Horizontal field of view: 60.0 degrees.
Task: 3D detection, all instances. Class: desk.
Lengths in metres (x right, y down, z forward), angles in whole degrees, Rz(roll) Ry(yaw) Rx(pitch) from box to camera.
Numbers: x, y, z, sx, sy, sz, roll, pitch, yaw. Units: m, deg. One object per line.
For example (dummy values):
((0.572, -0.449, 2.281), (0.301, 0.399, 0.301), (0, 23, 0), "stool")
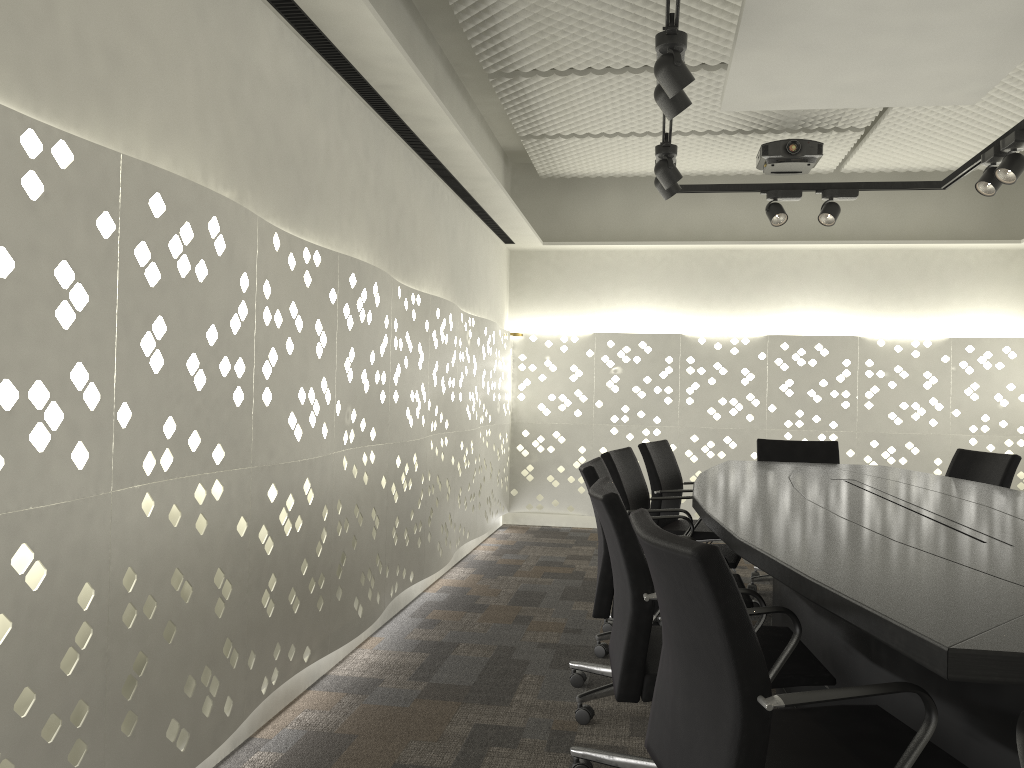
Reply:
((1.168, 0.693, 2.713), (1.223, 0.658, 3.364), (1, -1, 9), "desk")

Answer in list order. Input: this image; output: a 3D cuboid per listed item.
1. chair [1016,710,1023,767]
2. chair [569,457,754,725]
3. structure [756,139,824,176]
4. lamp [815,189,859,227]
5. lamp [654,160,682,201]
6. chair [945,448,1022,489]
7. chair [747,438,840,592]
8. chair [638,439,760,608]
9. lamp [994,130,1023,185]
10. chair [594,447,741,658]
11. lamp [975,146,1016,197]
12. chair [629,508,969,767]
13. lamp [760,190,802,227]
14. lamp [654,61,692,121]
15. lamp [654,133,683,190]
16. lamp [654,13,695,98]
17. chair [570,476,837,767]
((0.882, 0.618, 1.048), (0.559, 0.757, 0.579), (1, -1, 14), "chair")
((0.456, 0.627, 2.792), (0.579, 0.757, 0.559), (1, -1, 14), "chair")
((1.553, -1.272, 4.981), (0.327, 0.144, 0.371), (1, -1, 9), "structure")
((1.698, -0.934, 4.633), (0.214, 0.224, 0.118), (1, -1, -2), "lamp")
((0.728, -0.962, 4.133), (0.126, 0.224, 0.213), (1, -1, 12), "lamp")
((1.910, 0.673, 3.919), (0.579, 0.757, 0.559), (1, -1, -1), "chair")
((1.478, 0.669, 4.469), (0.559, 0.757, 0.579), (1, -1, 14), "chair")
((0.854, 0.650, 4.107), (0.579, 0.757, 0.559), (1, -1, 29), "chair")
((2.057, -0.937, 3.643), (0.126, 0.224, 0.213), (1, -1, 12), "lamp")
((0.603, 0.637, 3.413), (0.579, 0.757, 0.559), (1, -1, 24), "chair")
((2.093, -0.934, 3.864), (0.126, 0.224, 0.213), (1, -1, 12), "lamp")
((0.453, 0.612, 1.484), (0.579, 0.757, 0.559), (1, -1, -1), "chair")
((1.416, -0.940, 4.669), (0.213, 0.224, 0.126), (1, -1, 12), "lamp")
((0.536, -0.980, 2.942), (0.126, 0.224, 0.213), (1, -1, 12), "lamp")
((0.692, -0.966, 3.913), (0.126, 0.224, 0.213), (1, -1, 12), "lamp")
((0.500, -0.983, 2.721), (0.126, 0.224, 0.213), (1, -1, 12), "lamp")
((0.425, 0.618, 2.099), (0.579, 0.757, 0.559), (1, -1, 9), "chair")
